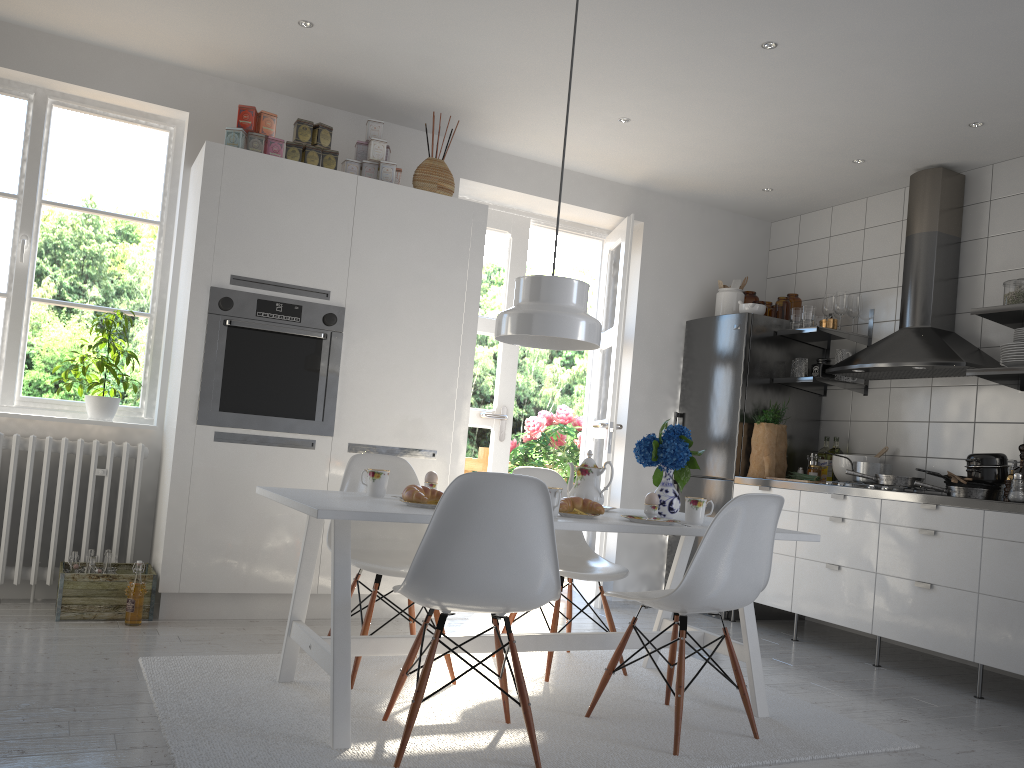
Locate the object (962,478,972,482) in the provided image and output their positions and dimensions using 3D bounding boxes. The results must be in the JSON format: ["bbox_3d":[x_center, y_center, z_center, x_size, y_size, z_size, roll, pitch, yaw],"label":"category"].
[{"bbox_3d":[2.122,0.452,4.159,0.065,0.021,0.337,3,-5,27],"label":"object"}]

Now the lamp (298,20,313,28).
[{"bbox_3d":[-0.867,-1.524,3.726,0.064,0.030,0.064,8,-5,-34],"label":"lamp"}]

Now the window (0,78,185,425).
[{"bbox_3d":[-2.280,-0.621,4.137,1.288,1.561,0.116,7,-3,-27],"label":"window"}]

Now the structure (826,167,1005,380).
[{"bbox_3d":[2.125,-0.599,4.697,0.473,1.091,0.868,6,-3,-27],"label":"structure"}]

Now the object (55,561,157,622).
[{"bbox_3d":[-1.770,0.899,3.861,0.374,0.203,0.320,7,-4,-27],"label":"object"}]

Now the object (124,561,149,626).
[{"bbox_3d":[-1.570,0.873,3.703,0.065,0.266,0.065,5,-2,15],"label":"object"}]

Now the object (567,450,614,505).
[{"bbox_3d":[0.275,0.350,3.171,0.140,0.230,0.149,6,-3,-9],"label":"object"}]

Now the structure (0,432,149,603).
[{"bbox_3d":[-2.678,0.537,3.693,2.104,0.759,0.175,7,-3,-27],"label":"structure"}]

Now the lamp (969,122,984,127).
[{"bbox_3d":[2.164,-1.220,4.130,0.064,0.030,0.064,8,-5,-34],"label":"lamp"}]

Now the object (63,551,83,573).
[{"bbox_3d":[-1.900,0.849,3.824,0.065,0.255,0.066,5,-2,0],"label":"object"}]

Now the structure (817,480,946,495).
[{"bbox_3d":[1.933,0.537,4.608,0.491,0.029,0.467,7,-5,-27],"label":"structure"}]

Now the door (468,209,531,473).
[{"bbox_3d":[-0.261,0.084,5.385,0.603,2.323,0.156,6,-2,-27],"label":"door"}]

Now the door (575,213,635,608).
[{"bbox_3d":[0.564,0.167,5.489,0.156,2.323,0.603,5,-2,-7],"label":"door"}]

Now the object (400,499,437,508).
[{"bbox_3d":[-0.275,0.378,2.786,0.158,0.016,0.158,2,-5,33],"label":"object"}]

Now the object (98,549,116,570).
[{"bbox_3d":[-1.814,0.867,3.953,0.065,0.255,0.065,6,-2,-11],"label":"object"}]

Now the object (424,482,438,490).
[{"bbox_3d":[-0.291,0.379,3.159,0.048,0.057,0.048,4,-3,14],"label":"object"}]

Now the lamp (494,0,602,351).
[{"bbox_3d":[0.183,-0.801,3.141,0.373,1.321,0.374,5,-2,5],"label":"lamp"}]

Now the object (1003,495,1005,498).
[{"bbox_3d":[2.371,0.524,4.205,0.066,0.067,0.053,4,-3,24],"label":"object"}]

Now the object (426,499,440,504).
[{"bbox_3d":[-0.248,0.370,2.765,0.109,0.036,0.070,4,-4,21],"label":"object"}]

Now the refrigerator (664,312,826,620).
[{"bbox_3d":[1.436,0.516,5.554,0.695,1.797,0.576,6,-3,-27],"label":"refrigerator"}]

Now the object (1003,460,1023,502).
[{"bbox_3d":[2.267,0.437,3.998,0.058,0.192,0.080,7,-3,-38],"label":"object"}]

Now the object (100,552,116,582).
[{"bbox_3d":[-1.781,0.865,3.888,0.065,0.255,0.065,6,-2,-11],"label":"object"}]

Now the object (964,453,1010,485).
[{"bbox_3d":[2.222,0.398,4.147,0.190,0.159,0.198,4,-4,24],"label":"object"}]

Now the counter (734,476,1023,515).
[{"bbox_3d":[2.320,0.550,3.863,0.652,0.045,3.240,7,-5,-27],"label":"counter"}]

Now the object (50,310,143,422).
[{"bbox_3d":[-1.936,-0.092,4.168,0.375,0.529,0.327,7,-4,-36],"label":"object"}]

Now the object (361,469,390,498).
[{"bbox_3d":[-0.466,0.342,3.050,0.078,0.095,0.091,8,-4,-40],"label":"object"}]

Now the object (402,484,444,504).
[{"bbox_3d":[-0.283,0.350,2.801,0.124,0.057,0.161,3,-5,28],"label":"object"}]

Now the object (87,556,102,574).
[{"bbox_3d":[-1.779,0.853,3.732,0.065,0.255,0.065,4,-3,35],"label":"object"}]

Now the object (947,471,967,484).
[{"bbox_3d":[2.085,0.438,4.156,0.059,0.060,0.335,4,-4,21],"label":"object"}]

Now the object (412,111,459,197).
[{"bbox_3d":[-0.380,-1.131,4.447,0.230,0.451,0.091,6,-3,-26],"label":"object"}]

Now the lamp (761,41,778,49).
[{"bbox_3d":[1.031,-1.366,3.549,0.064,0.030,0.064,8,-5,-34],"label":"lamp"}]

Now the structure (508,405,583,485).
[{"bbox_3d":[0.335,0.806,7.224,1.177,1.278,1.262,7,-4,-26],"label":"structure"}]

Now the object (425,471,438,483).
[{"bbox_3d":[-0.288,0.342,3.160,0.048,0.063,0.048,6,-3,-23],"label":"object"}]

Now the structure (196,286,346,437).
[{"bbox_3d":[-1.082,-0.080,4.145,0.728,0.608,0.321,7,-3,-27],"label":"structure"}]

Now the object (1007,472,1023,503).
[{"bbox_3d":[2.244,0.458,3.935,0.069,0.135,0.069,3,-4,43],"label":"object"}]

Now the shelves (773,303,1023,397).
[{"bbox_3d":[2.334,-0.235,4.260,0.427,0.511,2.541,7,-5,-27],"label":"shelves"}]

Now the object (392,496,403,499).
[{"bbox_3d":[-0.395,0.395,3.109,0.032,0.011,0.140,8,-5,-30],"label":"object"}]

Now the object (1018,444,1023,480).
[{"bbox_3d":[2.352,0.401,4.021,0.061,0.282,0.123,6,-3,-22],"label":"object"}]

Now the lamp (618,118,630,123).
[{"bbox_3d":[0.565,-1.338,4.460,0.064,0.030,0.064,8,-5,-34],"label":"lamp"}]

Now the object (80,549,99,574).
[{"bbox_3d":[-1.876,0.859,3.921,0.065,0.255,0.065,5,-2,15],"label":"object"}]

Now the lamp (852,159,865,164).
[{"bbox_3d":[1.853,-1.201,4.738,0.064,0.030,0.064,8,-5,-34],"label":"lamp"}]

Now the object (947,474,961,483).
[{"bbox_3d":[2.070,0.444,4.162,0.064,0.044,0.336,3,-5,30],"label":"object"}]

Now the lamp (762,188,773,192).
[{"bbox_3d":[1.542,-1.182,5.346,0.064,0.030,0.064,8,-5,-34],"label":"lamp"}]
